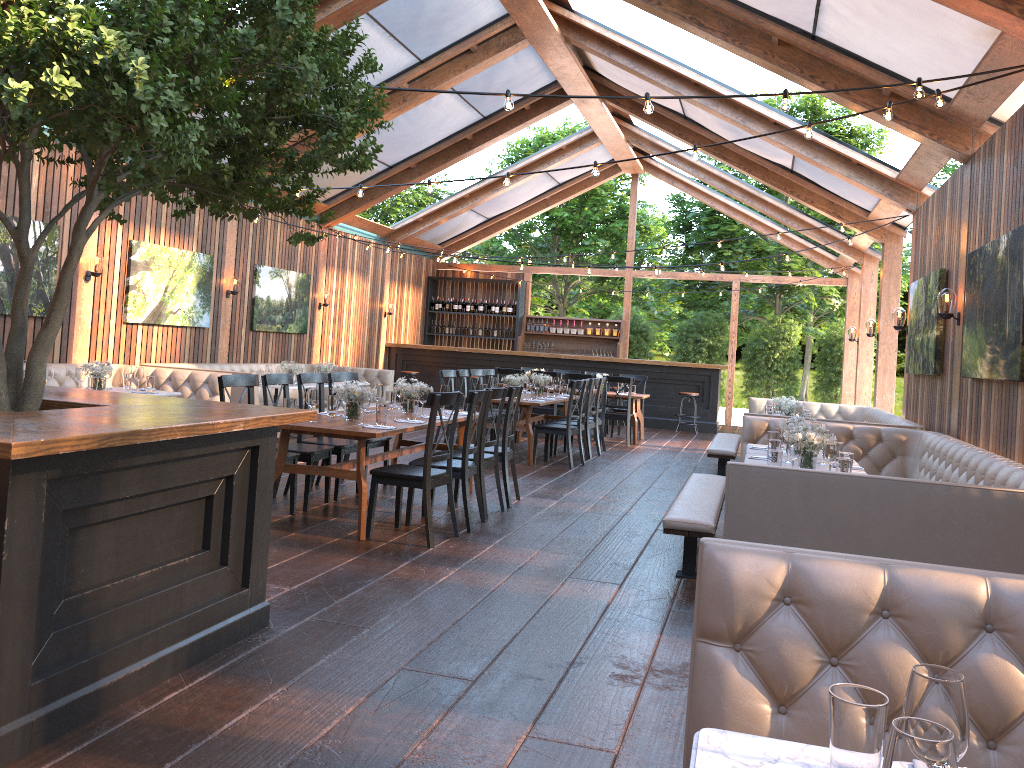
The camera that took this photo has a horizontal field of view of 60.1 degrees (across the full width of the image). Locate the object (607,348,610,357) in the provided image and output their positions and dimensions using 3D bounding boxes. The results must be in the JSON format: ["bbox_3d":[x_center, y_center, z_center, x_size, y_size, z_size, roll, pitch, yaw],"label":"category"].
[{"bbox_3d":[2.063,-0.672,18.968,0.073,0.181,0.073,4,-1,-10],"label":"object"}]

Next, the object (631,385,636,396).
[{"bbox_3d":[1.864,0.098,13.654,0.092,0.158,0.091,3,-1,42],"label":"object"}]

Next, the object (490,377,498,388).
[{"bbox_3d":[-0.223,0.044,10.663,0.092,0.245,0.092,4,-1,-26],"label":"object"}]

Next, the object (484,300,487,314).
[{"bbox_3d":[-0.588,-1.716,19.755,0.075,0.303,0.075,4,-1,-1],"label":"object"}]

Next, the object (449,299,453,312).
[{"bbox_3d":[-1.379,-1.777,19.958,0.075,0.303,0.075,3,-1,32],"label":"object"}]

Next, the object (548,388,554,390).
[{"bbox_3d":[0.614,0.073,13.971,0.157,0.019,0.255,4,2,16],"label":"object"}]

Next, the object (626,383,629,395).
[{"bbox_3d":[1.822,0.047,13.781,0.092,0.245,0.092,4,-1,-32],"label":"object"}]

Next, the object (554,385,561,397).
[{"bbox_3d":[0.597,0.093,11.802,0.092,0.158,0.091,3,-1,42],"label":"object"}]

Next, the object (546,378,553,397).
[{"bbox_3d":[0.498,0.045,11.764,0.092,0.245,0.092,4,-1,-32],"label":"object"}]

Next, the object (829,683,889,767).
[{"bbox_3d":[0.560,0.584,1.441,0.092,0.158,0.091,4,0,2],"label":"object"}]

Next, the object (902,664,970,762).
[{"bbox_3d":[0.626,0.551,1.314,0.092,0.245,0.092,4,-1,-26],"label":"object"}]

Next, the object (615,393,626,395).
[{"bbox_3d":[1.686,0.156,13.674,0.157,0.019,0.255,4,2,16],"label":"object"}]

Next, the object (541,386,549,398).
[{"bbox_3d":[0.418,0.104,11.308,0.092,0.158,0.091,3,-1,42],"label":"object"}]

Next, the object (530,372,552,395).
[{"bbox_3d":[0.379,-0.006,12.027,0.328,0.310,0.336,4,1,-17],"label":"object"}]

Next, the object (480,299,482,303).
[{"bbox_3d":[-0.709,-1.747,19.943,0.087,0.335,0.087,4,-1,-4],"label":"object"}]

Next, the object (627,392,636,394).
[{"bbox_3d":[1.912,0.145,14.280,0.157,0.019,0.255,4,2,16],"label":"object"}]

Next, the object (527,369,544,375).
[{"bbox_3d":[0.409,-0.104,14.390,0.335,0.310,0.329,4,1,-19],"label":"object"}]

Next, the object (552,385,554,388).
[{"bbox_3d":[0.657,-0.020,14.584,0.092,0.158,0.091,3,-1,42],"label":"object"}]

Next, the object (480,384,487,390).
[{"bbox_3d":[-0.346,0.081,10.609,0.091,0.158,0.092,4,-1,-38],"label":"object"}]

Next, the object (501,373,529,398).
[{"bbox_3d":[0.046,0.014,11.029,0.335,0.310,0.329,3,1,-40],"label":"object"}]

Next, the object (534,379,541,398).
[{"bbox_3d":[0.319,0.056,11.271,0.092,0.245,0.092,4,-1,-32],"label":"object"}]

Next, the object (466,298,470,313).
[{"bbox_3d":[-0.981,-1.761,19.853,0.087,0.335,0.087,4,-1,-4],"label":"object"}]

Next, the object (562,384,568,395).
[{"bbox_3d":[0.735,0.078,12.365,0.092,0.158,0.091,3,-1,42],"label":"object"}]

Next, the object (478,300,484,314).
[{"bbox_3d":[-0.687,-1.731,19.814,0.136,0.316,0.136,4,-1,-22],"label":"object"}]

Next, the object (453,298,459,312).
[{"bbox_3d":[-1.260,-1.776,19.991,0.136,0.316,0.136,4,-1,-22],"label":"object"}]

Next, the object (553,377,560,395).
[{"bbox_3d":[0.616,0.029,12.337,0.092,0.245,0.092,4,-1,-32],"label":"object"}]

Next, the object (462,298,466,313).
[{"bbox_3d":[-1.081,-1.765,19.875,0.081,0.324,0.081,4,-1,-6],"label":"object"}]

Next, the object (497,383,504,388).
[{"bbox_3d":[-0.153,0.071,11.168,0.092,0.158,0.091,3,-1,42],"label":"object"}]

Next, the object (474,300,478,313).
[{"bbox_3d":[-0.808,-1.736,19.797,0.077,0.310,0.077,4,-1,-6],"label":"object"}]

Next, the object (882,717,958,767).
[{"bbox_3d":[0.504,0.552,1.101,0.092,0.245,0.092,4,-1,-26],"label":"object"}]

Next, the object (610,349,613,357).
[{"bbox_3d":[2.124,-0.666,18.921,0.073,0.181,0.073,4,-1,-10],"label":"object"}]

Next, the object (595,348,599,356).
[{"bbox_3d":[1.822,-0.690,19.010,0.073,0.181,0.073,4,-1,-10],"label":"object"}]

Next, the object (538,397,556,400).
[{"bbox_3d":[0.418,0.181,11.140,0.255,0.019,0.157,4,2,16],"label":"object"}]

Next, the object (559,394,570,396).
[{"bbox_3d":[0.727,0.154,12.208,0.255,0.019,0.157,4,2,16],"label":"object"}]

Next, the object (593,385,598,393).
[{"bbox_3d":[1.304,0.054,13.823,0.092,0.158,0.091,3,-1,42],"label":"object"}]

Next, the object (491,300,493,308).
[{"bbox_3d":[-0.443,-1.716,19.844,0.136,0.316,0.136,4,-1,-22],"label":"object"}]

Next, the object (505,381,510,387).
[{"bbox_3d":[-0.042,0.032,11.224,0.092,0.245,0.092,4,-1,-32],"label":"object"}]

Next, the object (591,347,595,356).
[{"bbox_3d":[1.748,-0.696,19.041,0.073,0.181,0.073,4,-1,-10],"label":"object"}]

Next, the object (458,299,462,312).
[{"bbox_3d":[-1.161,-1.763,19.926,0.077,0.307,0.077,3,-1,32],"label":"object"}]

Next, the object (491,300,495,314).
[{"bbox_3d":[-0.416,-1.704,19.681,0.077,0.307,0.077,3,-1,32],"label":"object"}]

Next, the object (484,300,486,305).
[{"bbox_3d":[-0.612,-1.736,19.928,0.081,0.324,0.081,4,-1,-6],"label":"object"}]

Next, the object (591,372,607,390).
[{"bbox_3d":[1.414,-0.025,14.085,0.328,0.310,0.337,3,1,-41],"label":"object"}]

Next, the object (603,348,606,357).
[{"bbox_3d":[1.983,-0.678,18.974,0.073,0.181,0.073,4,-1,-10],"label":"object"}]

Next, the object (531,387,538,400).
[{"bbox_3d":[0.270,0.116,10.740,0.091,0.158,0.092,4,-1,-28],"label":"object"}]

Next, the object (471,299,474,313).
[{"bbox_3d":[-0.882,-1.745,19.865,0.078,0.313,0.078,4,-1,11],"label":"object"}]

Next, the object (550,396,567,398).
[{"bbox_3d":[0.596,0.170,11.634,0.255,0.019,0.157,4,2,16],"label":"object"}]

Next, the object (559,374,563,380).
[{"bbox_3d":[0.759,-0.035,14.069,0.092,0.245,0.092,4,-1,-32],"label":"object"}]

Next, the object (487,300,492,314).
[{"bbox_3d":[-0.498,-1.720,19.729,0.081,0.324,0.081,4,-1,-6],"label":"object"}]

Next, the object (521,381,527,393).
[{"bbox_3d":[0.171,0.047,12.229,0.092,0.158,0.091,3,-1,42],"label":"object"}]

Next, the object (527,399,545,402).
[{"bbox_3d":[0.267,0.193,10.561,0.255,0.019,0.157,4,2,16],"label":"object"}]

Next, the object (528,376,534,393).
[{"bbox_3d":[0.266,0.008,12.289,0.092,0.245,0.092,4,-1,-32],"label":"object"}]

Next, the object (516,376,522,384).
[{"bbox_3d":[0.080,0.019,11.723,0.092,0.245,0.092,4,-1,-32],"label":"object"}]

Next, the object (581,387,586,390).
[{"bbox_3d":[1.168,0.020,14.427,0.092,0.158,0.091,3,-1,42],"label":"object"}]

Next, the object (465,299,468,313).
[{"bbox_3d":[-1.012,-1.759,19.983,0.136,0.316,0.136,4,-1,-22],"label":"object"}]

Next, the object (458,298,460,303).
[{"bbox_3d":[-1.212,-1.783,20.107,0.081,0.324,0.081,4,-1,-6],"label":"object"}]

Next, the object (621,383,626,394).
[{"bbox_3d":[1.795,0.029,14.171,0.092,0.245,0.092,4,-1,-32],"label":"object"}]

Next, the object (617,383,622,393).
[{"bbox_3d":[1.736,0.063,14.287,0.092,0.158,0.091,3,-1,42],"label":"object"}]

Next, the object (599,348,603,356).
[{"bbox_3d":[1.904,-0.684,18.996,0.073,0.181,0.073,4,-1,-10],"label":"object"}]

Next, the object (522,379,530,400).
[{"bbox_3d":[0.167,0.069,10.685,0.092,0.245,0.092,4,-1,-26],"label":"object"}]
